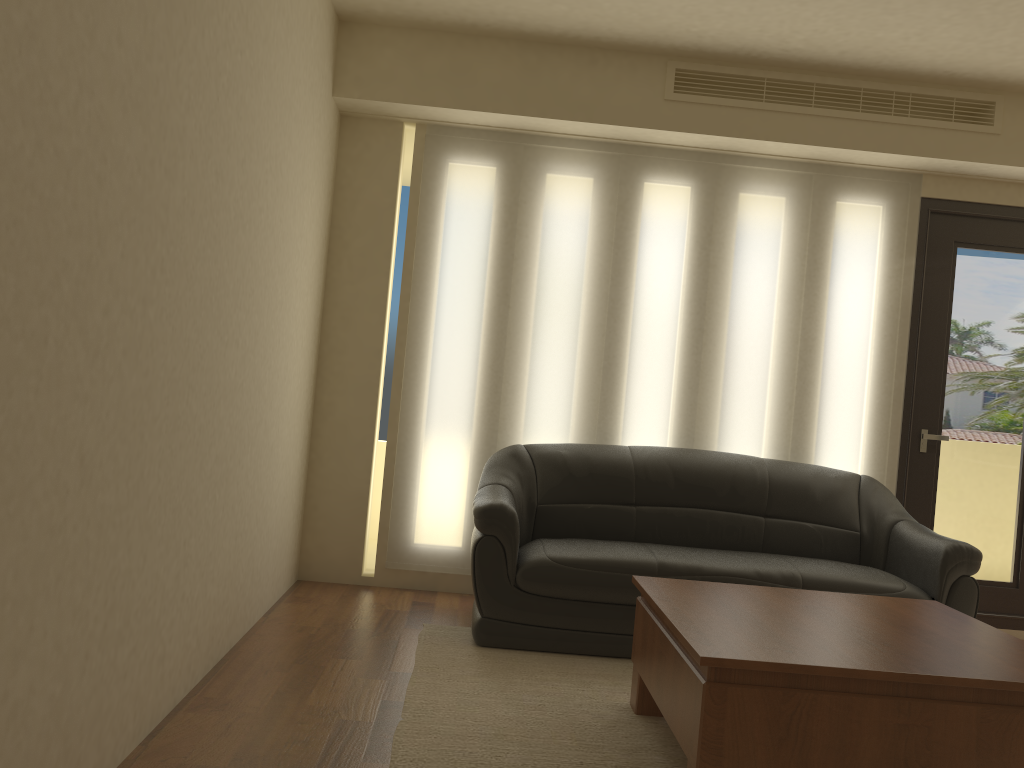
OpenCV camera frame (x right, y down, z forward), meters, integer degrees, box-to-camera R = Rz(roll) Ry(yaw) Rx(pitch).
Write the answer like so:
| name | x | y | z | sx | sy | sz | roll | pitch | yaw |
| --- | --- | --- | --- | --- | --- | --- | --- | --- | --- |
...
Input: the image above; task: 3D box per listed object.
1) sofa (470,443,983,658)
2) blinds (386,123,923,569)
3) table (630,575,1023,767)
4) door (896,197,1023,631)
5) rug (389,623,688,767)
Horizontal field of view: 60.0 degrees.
| name | x | y | z | sx | sy | sz | roll | pitch | yaw |
| --- | --- | --- | --- | --- | --- | --- | --- | --- | --- |
| sofa | 0.959 | 0.803 | 4.395 | 2.337 | 0.918 | 0.944 | 5 | -1 | -2 |
| blinds | 0.823 | -0.107 | 4.983 | 2.830 | 2.453 | 0.002 | 5 | -1 | -2 |
| table | 1.062 | 1.022 | 2.892 | 1.213 | 0.482 | 1.045 | 5 | -1 | -2 |
| door | 2.725 | 0.178 | 5.112 | 1.011 | 2.420 | 0.118 | 5 | -1 | -2 |
| rug | 1.400 | 1.296 | 3.078 | 3.592 | 0.011 | 2.482 | 5 | -1 | -2 |
